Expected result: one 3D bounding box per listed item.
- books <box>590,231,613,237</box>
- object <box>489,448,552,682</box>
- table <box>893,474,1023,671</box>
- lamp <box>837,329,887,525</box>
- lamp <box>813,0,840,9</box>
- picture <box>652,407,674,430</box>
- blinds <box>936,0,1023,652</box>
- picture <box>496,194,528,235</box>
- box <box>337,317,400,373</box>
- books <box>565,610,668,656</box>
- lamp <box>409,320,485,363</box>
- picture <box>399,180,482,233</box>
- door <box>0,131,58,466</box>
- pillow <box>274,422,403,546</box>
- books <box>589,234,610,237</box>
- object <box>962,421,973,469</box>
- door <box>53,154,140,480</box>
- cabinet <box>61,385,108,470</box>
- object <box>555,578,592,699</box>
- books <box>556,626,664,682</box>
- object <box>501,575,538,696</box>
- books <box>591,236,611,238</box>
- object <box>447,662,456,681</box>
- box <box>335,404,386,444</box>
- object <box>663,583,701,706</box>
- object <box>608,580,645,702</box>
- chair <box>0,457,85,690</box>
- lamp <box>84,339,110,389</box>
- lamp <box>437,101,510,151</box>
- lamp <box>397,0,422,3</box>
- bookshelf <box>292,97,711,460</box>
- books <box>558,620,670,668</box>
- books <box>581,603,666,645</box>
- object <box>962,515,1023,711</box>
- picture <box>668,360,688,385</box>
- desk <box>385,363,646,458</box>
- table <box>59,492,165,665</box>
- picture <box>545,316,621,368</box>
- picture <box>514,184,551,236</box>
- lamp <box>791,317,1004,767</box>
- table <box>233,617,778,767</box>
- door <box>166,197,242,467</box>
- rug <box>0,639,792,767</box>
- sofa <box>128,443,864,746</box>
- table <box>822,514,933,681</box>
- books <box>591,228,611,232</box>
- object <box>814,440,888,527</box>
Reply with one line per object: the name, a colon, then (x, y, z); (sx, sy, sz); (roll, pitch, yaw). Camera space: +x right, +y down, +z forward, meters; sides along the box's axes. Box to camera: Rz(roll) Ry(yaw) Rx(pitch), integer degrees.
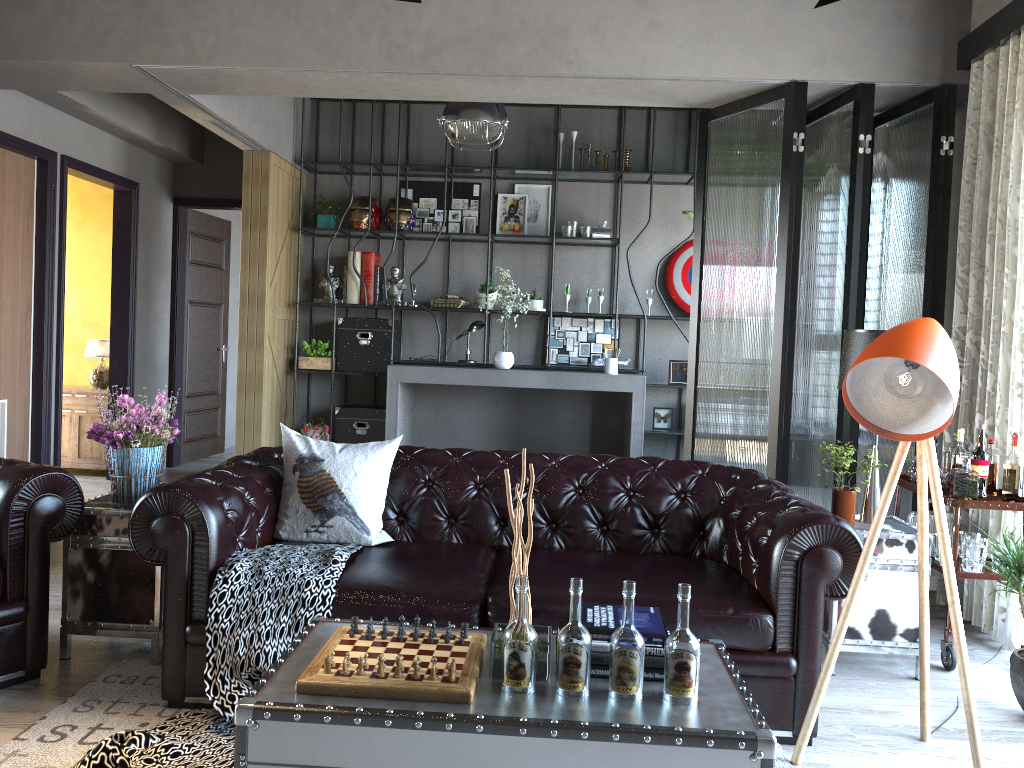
books: (0.763, -1.332, 7.891); (0.243, 0.024, 0.175); (2, 3, -1)
object: (0.035, 0.465, 2.351); (0.156, 0.583, 0.185); (2, 2, 3)
table: (2.062, 0.845, 4.121); (0.438, 0.732, 0.803); (2, 2, -1)
lamp: (1.572, 0.187, 3.829); (0.333, 0.831, 0.333); (2, 2, 5)
lamp: (1.558, -2.015, 4.137); (0.561, 0.519, 0.359); (1, 3, -37)
picture: (1.323, 0.302, 7.775); (0.172, 0.190, 0.036); (2, 2, 3)
blinds: (2.302, -0.239, 3.029); (0.200, 2.973, 3.412); (2, 2, 3)
picture: (-0.001, -1.506, 7.983); (0.268, 0.413, 0.101); (2, 2, 3)
box: (-1.279, -0.350, 7.929); (0.489, 0.481, 0.374); (2, 2, 3)
books: (0.287, 0.687, 2.449); (0.282, 0.026, 0.266); (3, 3, 5)
lamp: (-0.566, -0.389, 7.916); (0.740, 0.371, 0.205); (4, 2, 27)
picture: (-0.662, -1.597, 8.088); (0.749, 0.503, 0.058); (2, 2, 3)
door: (-3.428, -0.367, 5.875); (0.219, 2.538, 1.003); (2, 2, 3)
pillow: (-0.728, 0.408, 3.686); (0.528, 0.469, 0.283); (3, 2, 6)
books: (0.749, -1.309, 7.891); (0.166, 0.024, 0.227); (1, 3, -18)
object: (2.182, 0.339, 4.279); (0.073, 0.320, 0.073); (2, 2, -6)
door: (-3.805, -0.442, 7.065); (1.098, 2.543, 1.150); (2, 2, 3)
cabinet: (-4.153, 0.392, 7.933); (1.432, 0.750, 0.408); (2, 2, 3)
object: (0.156, 0.628, 2.201); (0.088, 0.290, 0.084); (3, 2, 8)
books: (0.284, 0.744, 2.451); (0.324, 0.035, 0.306); (2, 3, 3)
object: (0.021, 0.622, 2.208); (0.088, 0.290, 0.084); (3, 2, 8)
books: (0.756, -1.279, 7.886); (0.179, 0.034, 0.243); (2, 3, -14)
object: (-0.148, 0.703, 2.166); (0.019, 0.040, 0.019); (3, 2, 7)
box: (-1.310, 0.434, 7.955); (0.489, 0.481, 0.374); (2, 2, 3)
object: (0.421, 0.639, 2.187); (0.088, 0.290, 0.084); (3, 2, 8)
object: (0.286, 0.633, 2.194); (0.088, 0.290, 0.084); (3, 2, 8)
chair: (-2.532, 0.652, 3.135); (1.245, 0.844, 1.493); (4, 3, 33)
lamp: (-3.661, 0.127, 7.902); (0.291, 1.044, 0.441); (1, 2, -24)
lamp: (-0.283, -2.286, 6.413); (0.534, 1.148, 0.516); (2, 2, -20)
lamp: (-0.519, -2.101, 4.253); (0.359, 0.525, 0.541); (2, 2, -12)
bookshelf: (0.373, -0.869, 7.836); (4.483, 3.281, 0.527); (2, 2, 3)
books: (0.285, 0.713, 2.438); (0.315, 0.026, 0.270); (2, 3, 3)
books: (0.287, 0.659, 2.448); (0.251, 0.030, 0.237); (3, 3, 5)
object: (1.966, 0.831, 3.331); (0.577, 0.824, 0.621); (4, 3, 42)
picture: (1.512, -0.096, 7.648); (0.313, 0.212, 0.049); (2, 2, 3)
desk: (0.036, 0.314, 7.718); (2.129, 0.885, 0.845); (2, 2, 3)
table: (-1.562, 0.783, 3.672); (0.417, 0.609, 0.405); (2, 2, 3)
picture: (0.640, -0.383, 8.023); (0.665, 0.447, 0.051); (2, 2, 3)
picture: (0.180, -1.550, 8.014); (0.332, 0.514, 0.119); (2, 2, 3)
lamp: (2.373, 0.511, 3.872); (3.831, 1.456, 0.583); (0, 3, -45)
table: (-0.015, 0.980, 2.350); (1.254, 0.469, 0.684); (2, 2, 3)
door: (-2.638, -0.482, 8.881); (1.150, 2.543, 1.129); (2, 2, 3)
rug: (-0.340, 1.170, 2.912); (2.474, 0.003, 2.255); (2, 3, 3)
sofa: (-0.057, 0.733, 3.593); (2.566, 0.838, 1.240); (2, 2, 2)
table: (1.521, 0.899, 3.838); (0.405, 0.609, 0.418); (2, 2, 3)
books: (0.755, -1.358, 7.884); (0.225, 0.029, 0.179); (2, 3, -5)
object: (1.421, 0.418, 3.787); (0.297, 0.362, 0.270); (0, 3, -42)
